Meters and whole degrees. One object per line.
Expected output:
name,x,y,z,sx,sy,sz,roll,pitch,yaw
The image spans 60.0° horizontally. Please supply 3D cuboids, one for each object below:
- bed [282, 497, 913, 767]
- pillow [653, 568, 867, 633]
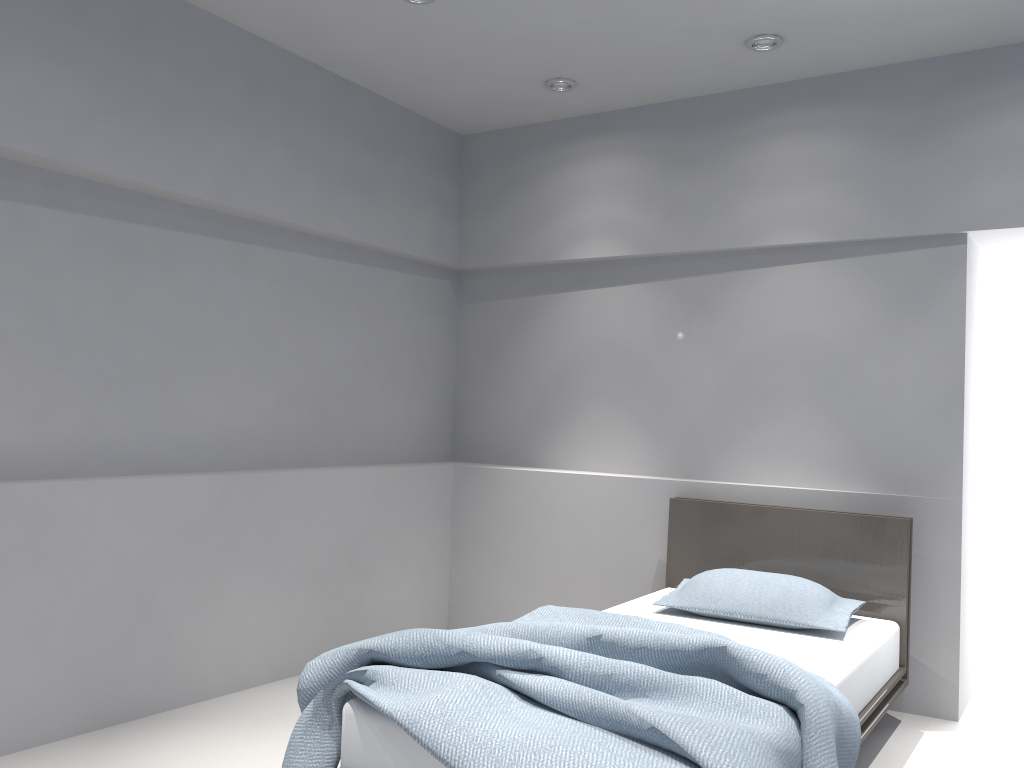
bed,0.518,0.860,2.937,1.411,0.752,2.319,1,-2,34
pillow,0.973,0.837,3.497,0.746,0.173,0.417,1,-2,29
